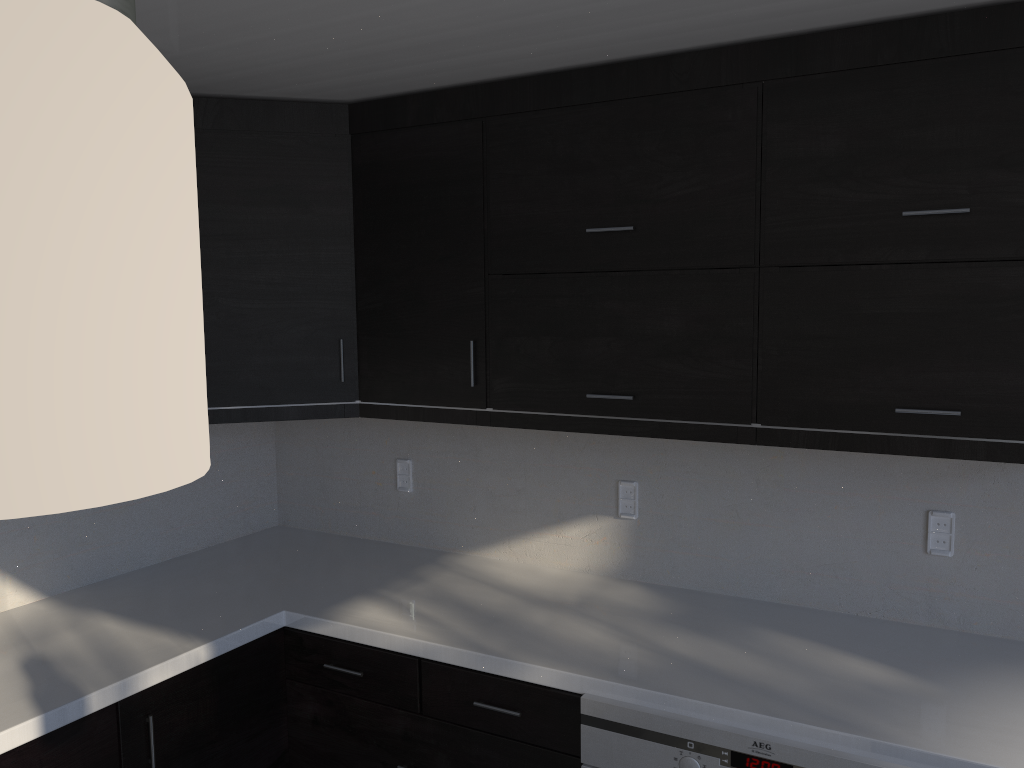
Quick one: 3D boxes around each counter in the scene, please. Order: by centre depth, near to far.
[{"bbox_3d":[0.553,0.701,1.528,4.236,0.045,1.707,2,6,29],"label":"counter"}]

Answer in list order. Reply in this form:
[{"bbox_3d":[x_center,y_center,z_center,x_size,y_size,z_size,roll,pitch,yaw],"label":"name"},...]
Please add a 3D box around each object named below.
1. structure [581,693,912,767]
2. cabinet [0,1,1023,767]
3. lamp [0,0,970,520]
[{"bbox_3d":[0.673,1.059,2.096,0.784,0.791,0.781,3,7,29],"label":"structure"},{"bbox_3d":[-0.076,0.560,0.412,4.230,2.319,4.270,3,6,30],"label":"cabinet"},{"bbox_3d":[0.357,-0.362,0.991,0.124,0.624,1.949,3,7,32],"label":"lamp"}]
